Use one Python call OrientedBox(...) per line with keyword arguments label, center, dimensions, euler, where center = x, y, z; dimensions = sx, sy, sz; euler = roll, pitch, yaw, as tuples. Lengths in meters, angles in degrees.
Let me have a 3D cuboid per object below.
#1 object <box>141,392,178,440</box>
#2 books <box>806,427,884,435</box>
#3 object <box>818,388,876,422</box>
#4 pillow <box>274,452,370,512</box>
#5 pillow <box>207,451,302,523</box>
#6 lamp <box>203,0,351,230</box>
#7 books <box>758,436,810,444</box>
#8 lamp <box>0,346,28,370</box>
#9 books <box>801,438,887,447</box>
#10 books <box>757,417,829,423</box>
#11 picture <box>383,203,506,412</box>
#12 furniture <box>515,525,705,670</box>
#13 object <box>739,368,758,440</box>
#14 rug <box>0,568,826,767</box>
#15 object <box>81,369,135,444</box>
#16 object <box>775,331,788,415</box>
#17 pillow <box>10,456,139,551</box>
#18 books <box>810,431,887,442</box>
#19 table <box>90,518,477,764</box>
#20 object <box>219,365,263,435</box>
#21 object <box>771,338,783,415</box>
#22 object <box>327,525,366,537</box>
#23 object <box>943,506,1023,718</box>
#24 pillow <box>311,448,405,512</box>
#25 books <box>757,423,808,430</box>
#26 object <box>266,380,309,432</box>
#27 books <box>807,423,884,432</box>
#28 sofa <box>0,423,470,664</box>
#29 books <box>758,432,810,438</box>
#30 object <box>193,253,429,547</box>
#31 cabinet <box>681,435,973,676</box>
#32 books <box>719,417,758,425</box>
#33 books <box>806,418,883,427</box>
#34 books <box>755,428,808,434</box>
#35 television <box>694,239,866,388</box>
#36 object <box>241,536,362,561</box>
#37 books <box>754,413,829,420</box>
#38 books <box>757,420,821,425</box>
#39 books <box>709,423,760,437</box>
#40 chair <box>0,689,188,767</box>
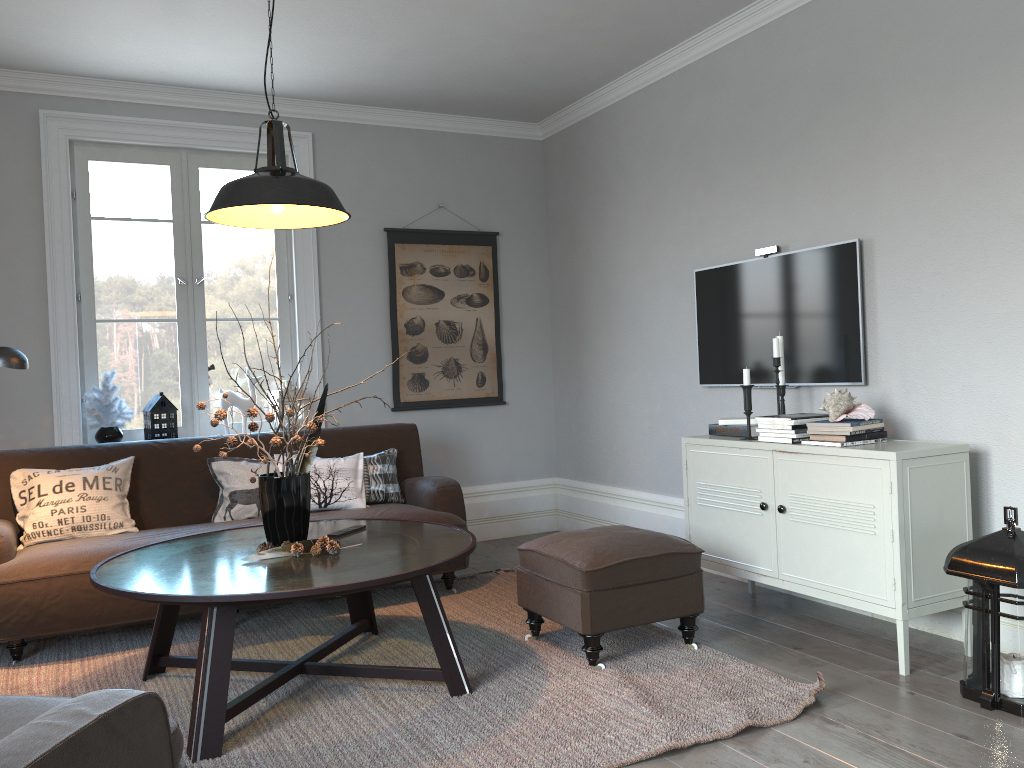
OrientedBox(label="object", center=(-1.916, 0.187, 4.831), dimensions=(0.155, 0.284, 0.155), euler=(-3, 1, -37))
OrientedBox(label="books", center=(1.273, 0.178, 3.388), dimensions=(0.235, 0.014, 0.184), euler=(-3, 1, -38))
OrientedBox(label="object", center=(1.267, 0.077, 3.394), dimensions=(0.194, 0.127, 0.192), euler=(-3, 1, -34))
OrientedBox(label="pillow", center=(-0.950, 0.490, 4.426), dimensions=(0.471, 0.309, 0.188), euler=(-3, 1, -27))
OrientedBox(label="pillow", center=(-1.243, 0.513, 4.359), dimensions=(0.472, 0.347, 0.159), euler=(-3, 1, -30))
OrientedBox(label="lamp", center=(-0.847, -1.124, 3.129), dimensions=(0.504, 1.076, 0.504), euler=(-2, 0, 20))
OrientedBox(label="books", center=(1.169, 0.217, 3.599), dimensions=(0.271, 0.022, 0.200), euler=(-3, 1, -25))
OrientedBox(label="lamp", center=(-2.687, 0.341, 3.580), dimensions=(1.864, 1.644, 0.797), euler=(-2, 0, 10))
OrientedBox(label="books", center=(1.269, 0.219, 3.395), dimensions=(0.243, 0.014, 0.196), euler=(-3, 1, -27))
OrientedBox(label="books", center=(1.159, 0.141, 3.591), dimensions=(0.260, 0.010, 0.196), euler=(-3, 1, -29))
OrientedBox(label="picture", center=(-0.424, -0.502, 5.664), dimensions=(0.793, 1.313, 0.057), euler=(-3, 0, -27))
OrientedBox(label="furniture", center=(0.381, 0.797, 3.446), dimensions=(0.583, 0.440, 0.574), euler=(-3, 1, -27))
OrientedBox(label="object", center=(0.998, 0.082, 3.753), dimensions=(0.083, 0.311, 0.083), euler=(-2, 0, 40))
OrientedBox(label="rug", center=(-0.747, 1.029, 3.187), dimensions=(2.819, 0.090, 2.400), euler=(-3, 1, -27))
OrientedBox(label="object", center=(-2.157, 0.128, 4.699), dimensions=(0.262, 0.424, 0.247), euler=(-2, 0, 8))
OrientedBox(label="object", center=(1.161, 0.001, 3.816), dimensions=(0.066, 0.457, 0.066), euler=(-2, 0, 30))
OrientedBox(label="pillow", center=(-1.979, 0.537, 4.024), dimensions=(0.519, 0.368, 0.240), euler=(-3, 1, -27))
OrientedBox(label="books", center=(1.286, 0.198, 3.395), dimensions=(0.238, 0.027, 0.175), euler=(-3, 1, -31))
OrientedBox(label="table", center=(-0.765, 0.835, 3.140), dimensions=(1.300, 0.503, 1.299), euler=(-3, 1, -34))
OrientedBox(label="object", center=(-1.508, 0.104, 4.953), dimensions=(0.239, 0.410, 0.128), euler=(-3, 0, -31))
OrientedBox(label="object", center=(1.116, 0.015, 3.721), dimensions=(0.092, 0.431, 0.092), euler=(-2, 0, 22))
OrientedBox(label="object", center=(-0.643, 0.572, 3.459), dimensions=(0.051, 0.011, 0.207), euler=(-2, 1, 23))
OrientedBox(label="object", center=(1.560, 0.678, 2.753), dimensions=(0.323, 0.599, 0.323), euler=(-3, 0, -27))
OrientedBox(label="pillow", center=(-0.822, 0.495, 4.617), dimensions=(0.542, 0.288, 0.183), euler=(-3, 1, -26))
OrientedBox(label="books", center=(1.159, 0.165, 3.593), dimensions=(0.251, 0.019, 0.200), euler=(-3, 1, -25))
OrientedBox(label="object", center=(-1.296, 0.136, 5.127), dimensions=(0.193, 0.322, 0.193), euler=(-3, 1, -33))
OrientedBox(label="books", center=(1.272, 0.162, 3.381), dimensions=(0.235, 0.017, 0.184), euler=(-3, 1, -40))
OrientedBox(label="sofa", center=(-1.330, 0.674, 4.235), dimensions=(2.165, 0.824, 0.968), euler=(-3, 1, -27))
OrientedBox(label="books", center=(1.164, 0.198, 3.588), dimensions=(0.253, 0.016, 0.200), euler=(-3, 1, -29))
OrientedBox(label="object", center=(-0.676, 0.050, 3.126), dimensions=(0.525, 1.066, 0.853), euler=(-2, 1, 34))
OrientedBox(label="cabinet", center=(1.200, 0.604, 3.574), dimensions=(0.408, 0.757, 1.152), euler=(-3, 1, -27))
OrientedBox(label="books", center=(1.041, 0.166, 4.003), dimensions=(0.199, 0.024, 0.161), euler=(-2, 1, 17))
OrientedBox(label="books", center=(1.269, 0.147, 3.385), dimensions=(0.235, 0.014, 0.184), euler=(-3, 1, -40))
OrientedBox(label="books", center=(1.167, 0.182, 3.600), dimensions=(0.271, 0.016, 0.222), euler=(-3, 1, -27))
OrientedBox(label="television", center=(1.218, -0.311, 4.156), dimensions=(0.041, 0.657, 1.063), euler=(-3, 1, -27))
OrientedBox(label="object", center=(-0.721, 0.558, 3.065), dimensions=(0.404, 0.067, 0.153), euler=(-3, 1, -10))
OrientedBox(label="books", center=(1.157, 0.132, 3.598), dimensions=(0.263, 0.008, 0.212), euler=(-3, 1, -26))
OrientedBox(label="books", center=(1.164, 0.150, 3.592), dimensions=(0.265, 0.010, 0.196), euler=(-3, 1, -27))
OrientedBox(label="books", center=(1.059, 0.202, 3.983), dimensions=(0.218, 0.049, 0.276), euler=(-3, 1, -27))
OrientedBox(label="chair", center=(-1.077, 0.713, 1.447), dimensions=(0.807, 0.795, 0.970), euler=(-2, 1, 14))
